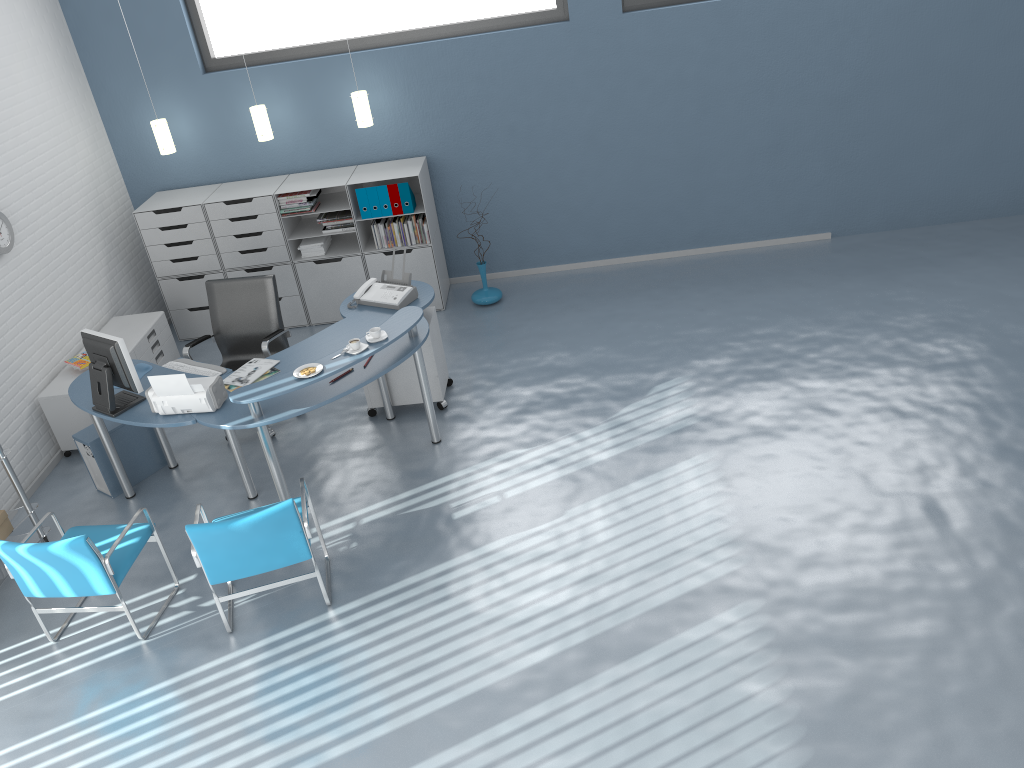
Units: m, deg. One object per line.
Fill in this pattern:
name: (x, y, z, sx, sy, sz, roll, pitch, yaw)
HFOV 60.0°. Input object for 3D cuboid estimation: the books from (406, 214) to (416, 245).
books: (-0.798, -1.238, 7.101, 0.040, 0.203, 0.157, -6, 30, 5)

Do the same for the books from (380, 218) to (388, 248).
books: (-1.019, -1.212, 7.122, 0.022, 0.198, 0.157, -6, 30, 5)

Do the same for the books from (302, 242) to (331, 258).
books: (-1.604, -1.103, 7.281, 0.190, 0.015, 0.270, -6, 30, 5)

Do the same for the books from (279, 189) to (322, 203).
books: (-1.673, -1.490, 7.013, 0.298, 0.034, 0.187, -6, 30, 5)

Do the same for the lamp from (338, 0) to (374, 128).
lamp: (-1.258, -2.771, 6.444, 0.120, 1.786, 0.120, -28, 35, -30)

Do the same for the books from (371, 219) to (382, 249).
books: (-1.082, -1.207, 7.126, 0.040, 0.203, 0.157, -6, 30, 5)

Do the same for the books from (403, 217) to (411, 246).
books: (-0.832, -1.222, 7.102, 0.032, 0.184, 0.173, -6, 30, 5)

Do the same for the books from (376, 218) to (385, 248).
books: (-1.048, -1.227, 7.125, 0.032, 0.229, 0.138, -6, 30, 5)

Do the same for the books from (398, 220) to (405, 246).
books: (-0.879, -1.230, 7.109, 0.017, 0.203, 0.155, -6, 30, 5)

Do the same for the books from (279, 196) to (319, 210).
books: (-1.685, -1.449, 7.023, 0.265, 0.044, 0.212, -6, 30, 5)

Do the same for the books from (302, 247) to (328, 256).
books: (-1.606, -1.116, 7.273, 0.190, 0.015, 0.270, -8, 30, 2)

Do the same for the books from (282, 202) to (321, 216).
books: (-1.675, -1.393, 7.057, 0.265, 0.019, 0.209, -6, 30, 5)

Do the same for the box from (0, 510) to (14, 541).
box: (-2.924, 0.809, 4.785, 0.347, 0.133, 0.207, -6, 30, 5)

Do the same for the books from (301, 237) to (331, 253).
books: (-1.603, -1.141, 7.256, 0.190, 0.015, 0.270, -6, 30, 5)

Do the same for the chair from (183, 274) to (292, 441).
chair: (-1.792, -0.150, 5.913, 0.584, 0.948, 0.652, -4, 30, 10)

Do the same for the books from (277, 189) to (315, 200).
books: (-1.697, -1.507, 6.990, 0.258, 0.024, 0.212, -6, 30, 5)

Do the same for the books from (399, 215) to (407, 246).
books: (-0.863, -1.251, 7.096, 0.021, 0.247, 0.157, -6, 30, 5)

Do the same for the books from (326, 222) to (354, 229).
books: (-1.355, -1.296, 7.103, 0.224, 0.023, 0.212, -6, 30, 5)

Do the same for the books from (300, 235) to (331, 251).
books: (-1.606, -1.158, 7.255, 0.190, 0.015, 0.270, -5, 30, 7)

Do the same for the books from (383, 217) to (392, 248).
books: (-0.993, -1.217, 7.118, 0.032, 0.203, 0.157, -6, 30, 5)

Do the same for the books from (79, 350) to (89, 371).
books: (-2.926, -0.193, 6.266, 0.210, 0.020, 0.300, -14, 30, -9)

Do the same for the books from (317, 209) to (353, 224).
books: (-1.393, -1.347, 7.067, 0.283, 0.041, 0.224, -6, 30, 5)

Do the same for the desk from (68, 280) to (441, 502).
desk: (-1.369, 0.133, 5.349, 2.282, 0.900, 1.402, -19, 31, -16)

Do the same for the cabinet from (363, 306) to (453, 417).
cabinet: (-0.734, -0.150, 5.967, 0.559, 0.605, 0.383, -5, 30, 7)

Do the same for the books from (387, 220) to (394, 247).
books: (-0.964, -1.207, 7.124, 0.021, 0.172, 0.157, -6, 30, 5)

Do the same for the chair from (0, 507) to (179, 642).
chair: (-2.101, 0.896, 4.419, 0.542, 0.707, 0.543, -4, 30, 9)

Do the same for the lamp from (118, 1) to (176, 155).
lamp: (-2.842, -2.598, 6.584, 0.120, 1.786, 0.120, -28, 35, -30)

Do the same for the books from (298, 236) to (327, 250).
books: (-1.625, -1.162, 7.237, 0.190, 0.015, 0.270, -6, 30, 5)

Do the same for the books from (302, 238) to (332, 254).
books: (-1.600, -1.131, 7.268, 0.190, 0.015, 0.270, -5, 30, 6)

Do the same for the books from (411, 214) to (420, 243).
books: (-0.764, -1.258, 7.100, 0.032, 0.229, 0.138, -6, 30, 5)

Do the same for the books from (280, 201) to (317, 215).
books: (-1.692, -1.408, 7.034, 0.240, 0.034, 0.234, -6, 30, 5)

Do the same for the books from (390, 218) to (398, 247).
books: (-0.939, -1.221, 7.121, 0.032, 0.193, 0.146, -6, 30, 5)

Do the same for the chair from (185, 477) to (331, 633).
chair: (-1.238, 0.784, 4.373, 0.542, 0.707, 0.543, -14, 30, -8)

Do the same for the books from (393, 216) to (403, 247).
books: (-0.907, -1.230, 7.104, 0.038, 0.217, 0.166, -6, 30, 5)

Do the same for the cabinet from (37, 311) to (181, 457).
cabinet: (-2.884, -0.034, 6.488, 0.447, 0.484, 1.259, -6, 30, 5)

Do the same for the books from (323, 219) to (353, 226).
books: (-1.372, -1.323, 7.096, 0.251, 0.034, 0.197, -6, 30, 5)

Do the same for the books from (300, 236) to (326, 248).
books: (-1.616, -1.180, 7.236, 0.190, 0.015, 0.270, -9, 29, 1)

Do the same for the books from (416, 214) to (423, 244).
books: (-0.735, -1.243, 7.097, 0.022, 0.198, 0.157, -6, 30, 5)

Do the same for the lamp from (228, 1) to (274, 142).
lamp: (-2.050, -2.685, 6.514, 0.120, 1.786, 0.120, -28, 35, -30)

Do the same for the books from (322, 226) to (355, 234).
books: (-1.371, -1.269, 7.119, 0.265, 0.034, 0.212, -6, 30, 5)
